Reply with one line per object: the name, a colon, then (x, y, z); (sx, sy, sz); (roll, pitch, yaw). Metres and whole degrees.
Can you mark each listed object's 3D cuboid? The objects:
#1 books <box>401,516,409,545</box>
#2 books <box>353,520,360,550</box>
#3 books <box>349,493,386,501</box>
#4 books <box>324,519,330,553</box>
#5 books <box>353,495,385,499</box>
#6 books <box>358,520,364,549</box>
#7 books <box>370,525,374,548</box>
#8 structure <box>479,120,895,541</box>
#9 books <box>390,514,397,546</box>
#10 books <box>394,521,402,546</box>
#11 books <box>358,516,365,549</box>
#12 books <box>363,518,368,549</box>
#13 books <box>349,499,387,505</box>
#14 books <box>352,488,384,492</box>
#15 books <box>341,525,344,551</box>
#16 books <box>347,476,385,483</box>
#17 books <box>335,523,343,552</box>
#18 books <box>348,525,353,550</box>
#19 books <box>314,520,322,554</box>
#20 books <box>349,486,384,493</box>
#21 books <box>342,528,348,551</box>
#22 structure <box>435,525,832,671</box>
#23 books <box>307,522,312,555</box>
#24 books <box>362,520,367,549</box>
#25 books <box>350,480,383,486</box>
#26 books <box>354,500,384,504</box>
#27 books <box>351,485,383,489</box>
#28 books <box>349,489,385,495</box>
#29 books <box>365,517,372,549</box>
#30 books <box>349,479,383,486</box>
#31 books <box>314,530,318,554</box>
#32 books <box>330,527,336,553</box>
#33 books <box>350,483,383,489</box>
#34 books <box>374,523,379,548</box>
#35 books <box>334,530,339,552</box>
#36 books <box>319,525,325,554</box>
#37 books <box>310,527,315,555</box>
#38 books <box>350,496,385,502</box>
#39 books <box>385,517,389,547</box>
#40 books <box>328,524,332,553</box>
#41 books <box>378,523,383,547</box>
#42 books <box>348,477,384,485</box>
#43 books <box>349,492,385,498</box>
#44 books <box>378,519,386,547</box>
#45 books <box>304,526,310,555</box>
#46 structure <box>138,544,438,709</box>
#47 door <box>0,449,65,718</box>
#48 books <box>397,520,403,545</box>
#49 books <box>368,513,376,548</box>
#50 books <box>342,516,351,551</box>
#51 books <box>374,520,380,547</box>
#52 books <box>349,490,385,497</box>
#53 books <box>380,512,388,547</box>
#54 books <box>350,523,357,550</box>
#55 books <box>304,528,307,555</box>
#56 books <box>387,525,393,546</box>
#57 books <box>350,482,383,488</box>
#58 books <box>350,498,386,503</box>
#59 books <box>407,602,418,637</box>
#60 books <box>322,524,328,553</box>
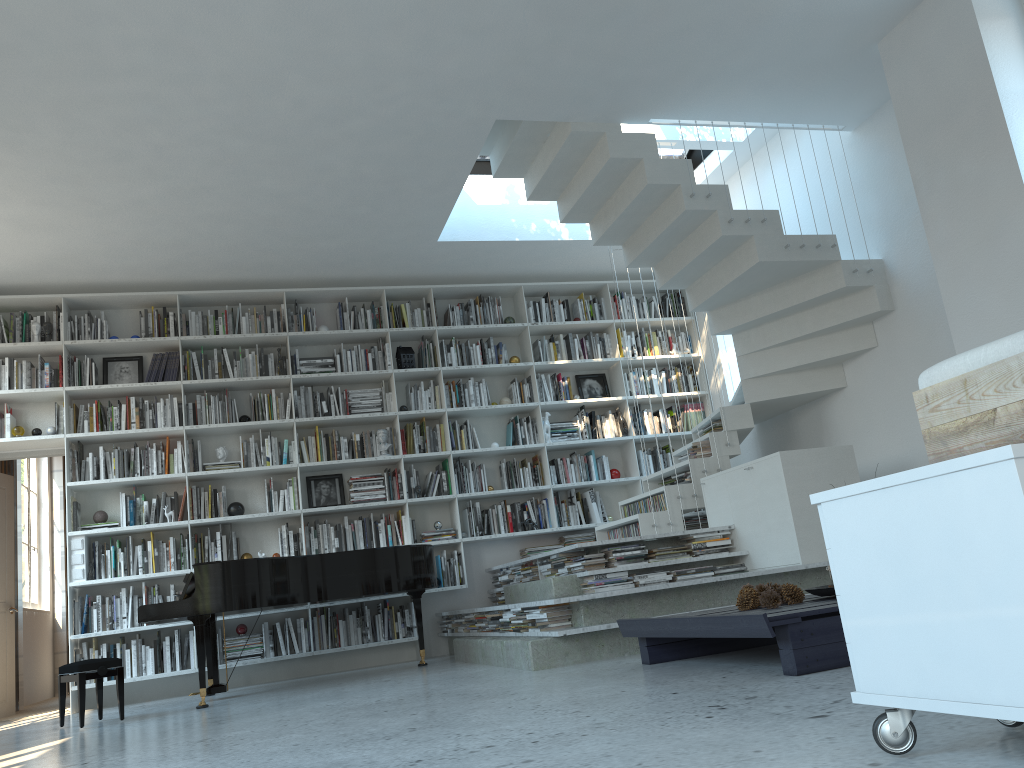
books: (-0.898, 1.227, 7.363); (0.033, 0.245, 0.176); (-4, -14, -18)
books: (-1.277, 1.254, 7.279); (0.025, 0.254, 0.136); (-4, -14, -18)
books: (-1.205, 0.940, 7.378); (0.285, 0.012, 0.160); (-3, -14, -17)
books: (-1.499, 1.247, 7.187); (0.013, 0.281, 0.166); (-4, -14, -18)
books: (-1.200, 0.948, 7.365); (0.254, 0.012, 0.161); (-2, -15, -22)
books: (-1.245, 1.250, 7.261); (0.026, 0.244, 0.192); (-4, -14, -18)
books: (-1.164, 1.269, 7.296); (0.021, 0.202, 0.128); (-4, -14, -18)
structure: (1.059, -0.286, 6.430); (2.613, 3.373, 1.960); (-4, -14, -18)
books: (-0.993, 1.224, 7.352); (0.026, 0.271, 0.175); (-4, -14, -18)
books: (-0.954, 1.247, 7.345); (0.042, 0.212, 0.169); (-4, -14, -18)
books: (-1.235, 1.235, 7.294); (0.014, 0.285, 0.135); (-4, -14, -18)
books: (-1.207, 1.241, 7.282); (0.010, 0.261, 0.182); (-4, -14, -18)
books: (-1.195, 0.982, 7.356); (0.285, 0.012, 0.160); (-2, -15, -22)
books: (-1.207, 0.891, 7.378); (0.254, 0.012, 0.161); (-2, -15, -22)
books: (-1.388, 1.268, 7.224); (0.013, 0.229, 0.139); (-4, -14, -18)
books: (-1.220, 0.797, 7.399); (0.285, 0.012, 0.160); (-2, -15, -22)
books: (-1.406, 1.263, 7.209); (0.029, 0.237, 0.166); (-4, -14, -18)
books: (-1.325, 1.271, 7.252); (0.025, 0.220, 0.140); (-4, -14, -18)
books: (-1.574, 1.254, 7.191); (0.027, 0.290, 0.141); (-4, -14, -18)
books: (-1.209, 0.879, 7.380); (0.285, 0.012, 0.160); (-5, -14, -13)
books: (-1.365, 1.280, 7.214); (0.023, 0.196, 0.165); (-4, -14, -18)
structure: (1.047, 1.454, 6.366); (2.898, 0.657, 3.122); (-3, -14, -17)
books: (-1.635, 1.261, 7.151); (0.011, 0.274, 0.146); (-4, -14, -18)
books: (-1.219, 1.250, 7.288); (0.011, 0.251, 0.159); (-4, -14, -18)
books: (-1.217, 0.833, 7.395); (0.254, 0.012, 0.161); (-3, -14, -20)
books: (-1.195, 0.996, 7.360); (0.254, 0.012, 0.161); (-4, -14, -16)
books: (-1.212, 0.869, 7.387); (0.254, 0.012, 0.161); (-4, -14, -15)
books: (-1.206, 0.902, 7.375); (0.285, 0.012, 0.160); (-5, -14, -13)
books: (-1.187, 1.237, 7.282); (0.028, 0.264, 0.162); (-4, -14, -18)
books: (-1.218, 0.821, 7.396); (0.254, 0.012, 0.161); (-2, -15, -21)
books: (-1.588, 1.291, 7.159); (0.024, 0.208, 0.170); (-4, -14, -18)
books: (-1.456, 1.275, 7.188); (0.023, 0.217, 0.175); (-4, -14, -18)
books: (-1.214, 0.857, 7.390); (0.254, 0.012, 0.161); (-3, -14, -20)
books: (-1.128, 1.262, 7.295); (0.024, 0.206, 0.183); (-4, -14, -18)
books: (-1.428, 1.289, 7.187); (0.029, 0.183, 0.175); (-4, -14, -18)
books: (-1.545, 1.272, 7.188); (0.024, 0.247, 0.132); (-4, -14, -18)
books: (-1.611, 1.277, 7.142); (0.027, 0.233, 0.168); (-4, -14, -18)
books: (-1.198, 0.959, 7.361); (0.285, 0.012, 0.160); (-5, -14, -13)
books: (-1.047, 1.238, 7.345); (0.014, 0.255, 0.145); (-4, -14, -18)
books: (-1.485, 1.269, 7.205); (0.021, 0.244, 0.142); (-4, -14, -18)
books: (-1.091, 1.261, 7.305); (0.023, 0.204, 0.167); (-4, -14, -18)
books: (-1.221, 0.810, 7.403); (0.285, 0.012, 0.160); (-4, -14, -16)
books: (-1.206, 0.928, 7.378); (0.285, 0.012, 0.160); (-4, -14, -17)
books: (-1.071, 1.245, 7.315); (0.023, 0.234, 0.175); (-4, -14, -18)
books: (-1.654, 1.279, 7.148); (0.029, 0.243, 0.154); (-4, -14, -18)
structure: (-1.387, 1.585, 5.932); (1.918, 0.830, 1.338); (-3, -14, -17)
door: (-3.831, 1.586, 7.009); (0.834, 1.975, 0.788); (-4, -14, -18)
books: (-0.929, 1.244, 7.355); (0.011, 0.216, 0.166); (-4, -14, -18)
books: (-1.152, 1.220, 7.302); (0.012, 0.296, 0.178); (-4, -14, -18)
books: (-1.352, 1.236, 7.244); (0.026, 0.291, 0.152); (-4, -14, -18)
books: (-1.114, 1.250, 7.314); (0.014, 0.234, 0.154); (-4, -14, -18)
books: (-1.206, 0.916, 7.379); (0.285, 0.012, 0.160); (-4, -14, -16)
books: (-1.060, 1.218, 7.338); (0.014, 0.293, 0.138); (-4, -14, -18)
books: (-1.299, 1.260, 7.255); (0.031, 0.236, 0.159); (-4, -14, -18)
books: (-1.677, 1.261, 7.149); (0.012, 0.284, 0.160); (-4, -14, -18)
books: (-1.017, 1.265, 7.320); (0.023, 0.182, 0.169); (-4, -14, -18)
books: (-1.215, 0.845, 7.391); (0.254, 0.012, 0.161); (-2, -15, -21)
books: (-1.199, 0.973, 7.368); (0.285, 0.012, 0.160); (-3, -14, -18)
books: (-0.792, 1.898, 7.155); (0.038, 0.268, 0.278); (-4, -14, -18)
books: (-1.516, 1.267, 7.180); (0.027, 0.245, 0.179); (-4, -14, -18)
